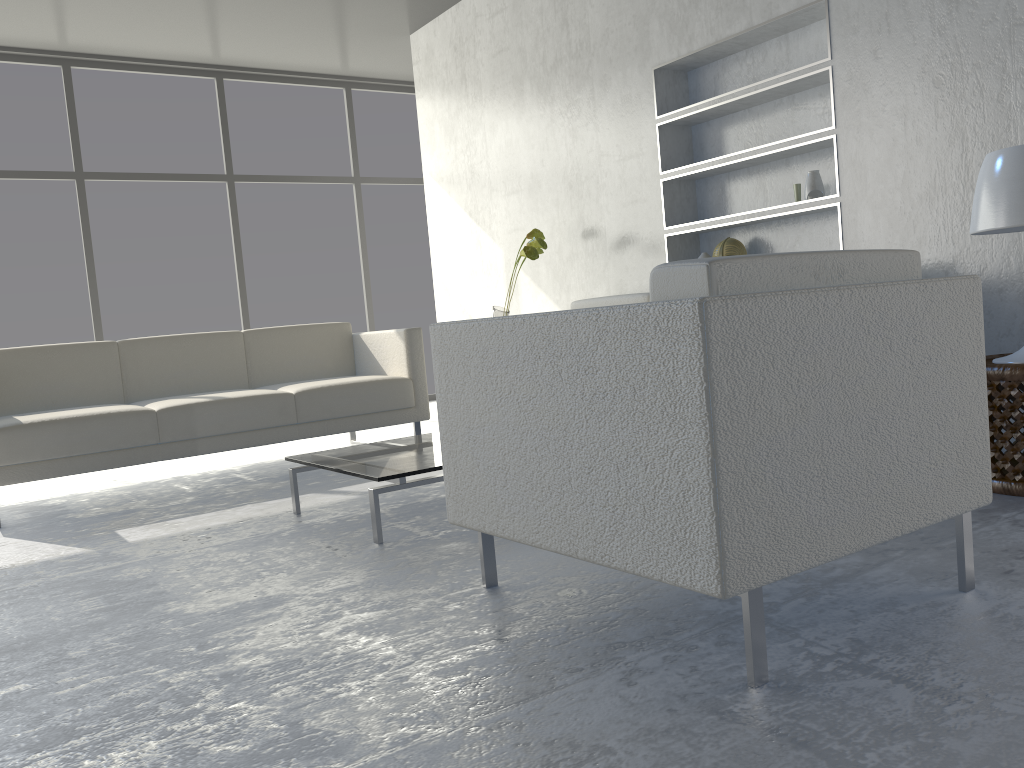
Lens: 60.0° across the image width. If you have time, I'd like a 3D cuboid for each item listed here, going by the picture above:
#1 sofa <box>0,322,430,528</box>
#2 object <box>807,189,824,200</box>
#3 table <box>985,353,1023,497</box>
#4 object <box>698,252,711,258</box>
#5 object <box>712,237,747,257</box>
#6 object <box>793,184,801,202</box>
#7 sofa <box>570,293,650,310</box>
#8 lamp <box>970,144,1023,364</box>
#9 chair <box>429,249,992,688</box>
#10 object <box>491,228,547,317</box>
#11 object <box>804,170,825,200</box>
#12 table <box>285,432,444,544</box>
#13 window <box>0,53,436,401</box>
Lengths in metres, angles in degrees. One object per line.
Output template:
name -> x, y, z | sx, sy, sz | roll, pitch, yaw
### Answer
sofa -> -1.391, 0.095, 3.986 | 1.881, 0.658, 0.821 | -8, 5, -34
object -> 1.190, -0.738, 3.478 | 0.064, 0.050, 0.064 | -7, 5, -28
table -> 1.503, 0.101, 2.477 | 0.452, 0.358, 0.452 | -3, 5, 31
object -> 0.888, -0.540, 4.075 | 0.086, 0.128, 0.086 | -7, 4, -23
object -> 0.948, -0.562, 3.935 | 0.088, 0.179, 0.163 | -9, 6, -44
object -> 1.166, -0.768, 3.618 | 0.074, 0.094, 0.074 | -4, 4, 20
sofa -> 0.619, -0.054, 3.578 | 0.821, 0.658, 1.881 | -8, 5, -34
lamp -> 1.462, -0.357, 2.446 | 0.347, 0.582, 0.347 | -3, 4, 24
chair -> 0.368, 0.093, 1.810 | 0.748, 0.662, 0.821 | -8, 5, -34
object -> 0.037, -0.263, 4.480 | 0.387, 1.051, 0.400 | -6, 4, -6
object -> 1.207, -0.785, 3.544 | 0.079, 0.130, 0.079 | -8, 5, -36
table -> -0.247, 0.304, 2.944 | 0.773, 0.190, 0.730 | -8, 5, -34
window -> -1.903, -0.937, 6.245 | 4.080, 2.477, 0.037 | -8, 5, -34
